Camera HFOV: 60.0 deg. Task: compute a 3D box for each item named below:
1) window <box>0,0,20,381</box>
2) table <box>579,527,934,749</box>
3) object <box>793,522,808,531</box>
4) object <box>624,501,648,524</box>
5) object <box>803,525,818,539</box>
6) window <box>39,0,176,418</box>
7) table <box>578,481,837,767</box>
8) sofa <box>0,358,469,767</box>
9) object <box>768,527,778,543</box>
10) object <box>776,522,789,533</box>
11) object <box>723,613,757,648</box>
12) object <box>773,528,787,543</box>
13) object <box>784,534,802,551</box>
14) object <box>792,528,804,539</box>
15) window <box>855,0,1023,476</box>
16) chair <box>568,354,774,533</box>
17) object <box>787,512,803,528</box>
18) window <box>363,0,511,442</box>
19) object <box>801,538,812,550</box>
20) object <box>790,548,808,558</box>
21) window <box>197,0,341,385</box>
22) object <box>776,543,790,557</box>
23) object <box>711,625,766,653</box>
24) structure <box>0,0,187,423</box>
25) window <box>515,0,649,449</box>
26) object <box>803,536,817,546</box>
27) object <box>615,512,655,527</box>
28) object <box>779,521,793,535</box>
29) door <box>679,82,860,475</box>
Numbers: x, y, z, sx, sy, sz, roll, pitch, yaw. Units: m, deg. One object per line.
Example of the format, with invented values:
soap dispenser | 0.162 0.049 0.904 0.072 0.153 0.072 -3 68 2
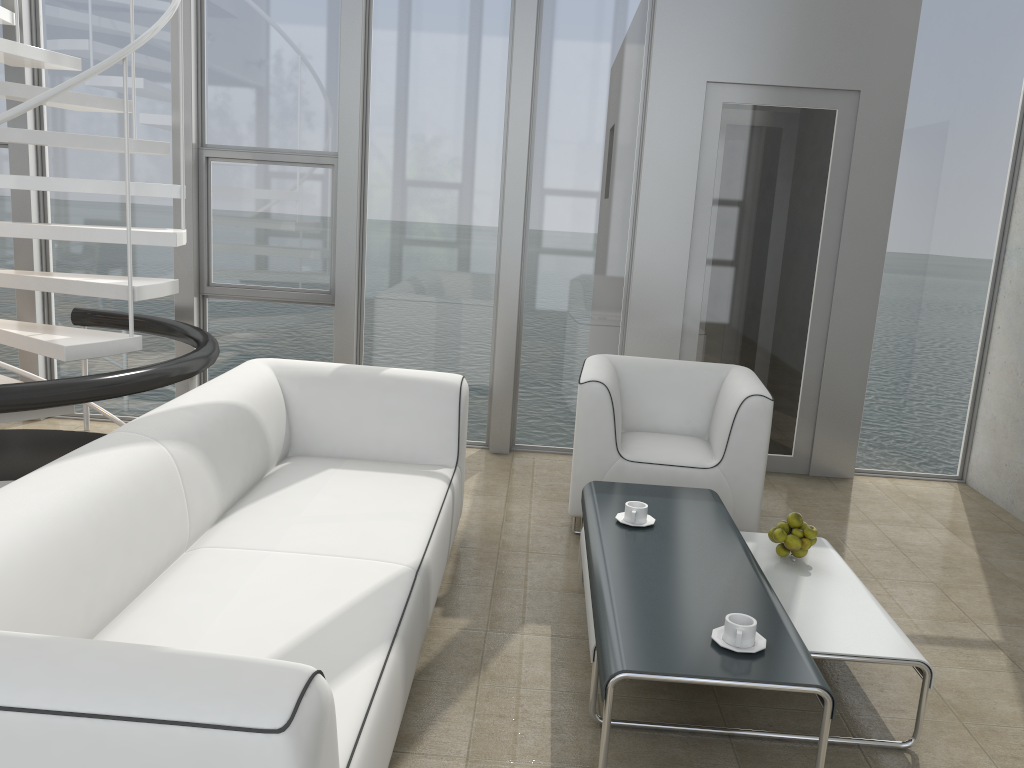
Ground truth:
window | -3.083 -2.627 4.727 0.800 5.700 0.050 4 12 2
table | 0.697 0.762 2.878 0.929 0.276 0.901 4 12 2
object | 0.998 0.500 3.060 0.050 0.054 0.055 -3 13 -28
object | 0.410 0.433 2.973 0.090 0.057 0.075 -6 15 -39
object | 1.007 0.502 2.994 0.047 0.045 0.047 4 12 2
window | -2.171 -2.567 4.714 0.742 5.653 0.010 4 12 2
table | 0.495 0.717 2.750 0.532 0.390 1.420 4 12 2
sofa | -0.728 0.470 2.568 0.971 0.638 2.601 4 12 2
object | 0.913 0.522 3.064 0.054 0.055 0.053 -4 14 -33
object | 0.926 0.494 3.035 0.044 0.043 0.040 7 12 16
object | 0.553 0.606 2.172 0.090 0.057 0.075 -6 15 -39
object | 0.907 0.513 3.000 0.047 0.048 0.047 -5 14 -35
object | 0.947 0.535 2.991 0.058 0.058 0.058 -3 13 -31
object | 0.971 0.508 3.012 0.040 0.038 0.040 -2 13 -27
window | 2.360 -0.781 4.874 0.605 2.646 0.010 4 12 2
chair | 0.715 0.245 4.118 0.829 0.635 0.720 5 12 7
object | 0.968 0.467 3.034 0.055 0.056 0.055 4 12 2
window | -0.349 -2.442 4.660 0.742 5.653 0.010 4 12 2
object | 0.989 0.539 2.990 0.039 0.040 0.040 2 12 -7
object | 0.982 0.566 3.034 0.061 0.056 0.059 -7 16 -42
window | -1.261 -2.502 4.672 0.800 5.700 0.050 4 12 2
object | 0.926 0.568 3.032 0.048 0.048 0.048 6 12 13
object | 0.558 0.631 2.182 0.130 0.014 0.136 7 12 16
structure | -4.024 0.357 1.842 4.916 6.900 6.700 4 12 2
window | 0.377 -0.918 4.935 0.556 2.646 0.010 4 12 2
object | 1.015 0.530 3.025 0.047 0.045 0.047 5 12 6
object | 0.415 0.458 2.983 0.130 0.014 0.136 7 12 16
object | 0.950 0.504 3.090 0.054 0.048 0.055 3 12 -5
door | 1.359 -0.539 4.881 0.804 2.102 0.030 4 12 2
